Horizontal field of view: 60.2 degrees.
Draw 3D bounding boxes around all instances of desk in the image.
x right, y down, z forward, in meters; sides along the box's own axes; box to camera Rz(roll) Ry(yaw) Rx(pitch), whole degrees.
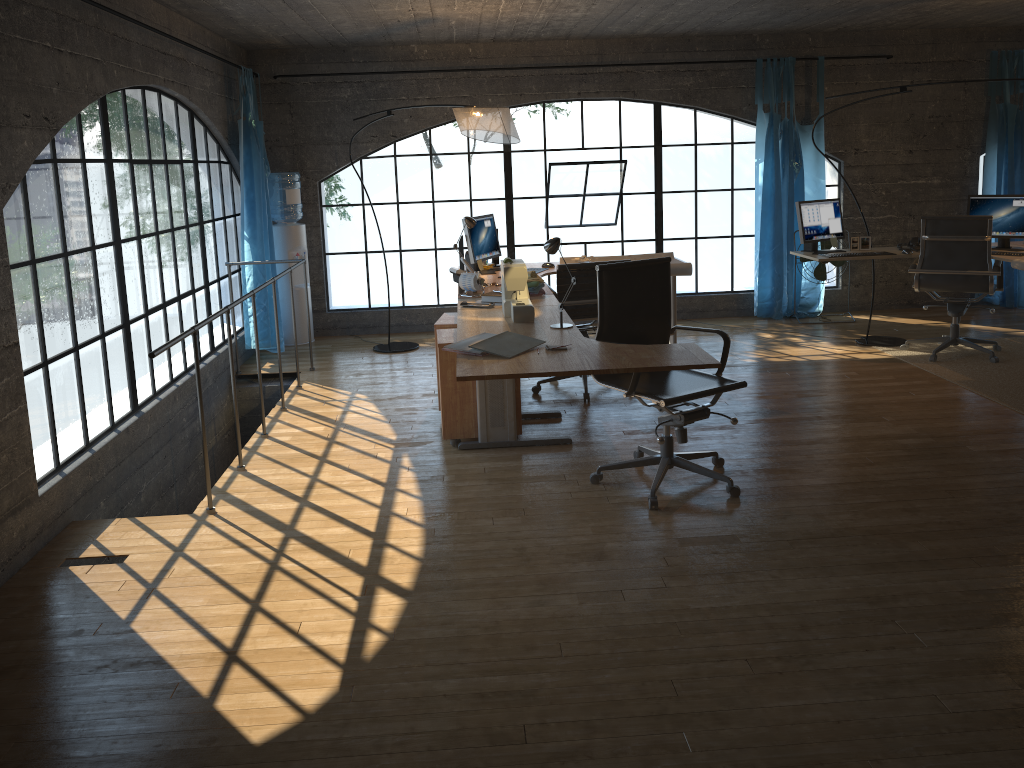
[{"bbox_3d":[3.853,-0.305,5.139,3.259,0.726,3.534,-3,14,-3],"label":"desk"},{"bbox_3d":[0.496,-0.134,4.970,1.635,0.726,3.574,-3,14,-2],"label":"desk"}]

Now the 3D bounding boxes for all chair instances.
[{"bbox_3d":[0.429,-0.386,5.733,0.654,0.845,0.695,-5,11,-16],"label":"chair"},{"bbox_3d":[0.725,-0.046,4.023,0.657,0.999,0.691,-9,13,-33],"label":"chair"},{"bbox_3d":[3.131,-0.708,6.290,0.654,0.999,0.694,4,12,30],"label":"chair"}]

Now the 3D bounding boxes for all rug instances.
[{"bbox_3d":[3.587,-0.066,5.692,1.600,0.005,2.241,-3,14,-3],"label":"rug"}]

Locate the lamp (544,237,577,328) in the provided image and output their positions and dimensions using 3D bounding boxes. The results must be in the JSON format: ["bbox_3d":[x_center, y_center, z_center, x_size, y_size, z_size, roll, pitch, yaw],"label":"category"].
[{"bbox_3d":[0.223,-0.457,3.983,0.105,0.403,0.210,-5,10,-16],"label":"lamp"}]

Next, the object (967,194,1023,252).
[{"bbox_3d":[3.507,-1.157,6.307,0.472,0.384,0.289,7,14,37],"label":"object"}]

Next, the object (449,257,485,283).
[{"bbox_3d":[-0.290,-0.732,5.646,0.190,0.162,0.172,-6,12,-18],"label":"object"}]

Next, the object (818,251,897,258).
[{"bbox_3d":[2.467,-0.926,6.309,0.490,0.011,0.190,-3,14,-3],"label":"object"}]

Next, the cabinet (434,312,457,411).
[{"bbox_3d":[-0.192,-0.125,5.366,0.472,0.563,0.433,-1,11,5],"label":"cabinet"}]

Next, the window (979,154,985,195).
[{"bbox_3d":[2.712,-1.664,7.688,12.285,1.822,3.972,-8,15,-24],"label":"window"}]

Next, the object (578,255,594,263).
[{"bbox_3d":[0.557,-0.909,6.427,0.160,0.063,0.054,-12,15,-35],"label":"object"}]

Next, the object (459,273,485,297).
[{"bbox_3d":[-0.237,-0.567,5.042,0.155,0.133,0.100,5,13,31],"label":"object"}]

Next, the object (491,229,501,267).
[{"bbox_3d":[-0.130,-0.992,6.425,0.085,0.273,0.086,-2,9,-1],"label":"object"}]

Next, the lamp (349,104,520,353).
[{"bbox_3d":[-1.923,-1.492,8.312,0.389,1.901,6.298,-9,15,-37],"label":"lamp"}]

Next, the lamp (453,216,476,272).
[{"bbox_3d":[-0.315,-0.899,5.819,0.209,0.403,0.106,-9,12,-35],"label":"lamp"}]

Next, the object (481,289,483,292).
[{"bbox_3d":[-0.234,-0.568,5.261,0.132,0.025,0.134,-3,14,-3],"label":"object"}]

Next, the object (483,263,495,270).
[{"bbox_3d":[-0.224,-0.845,6.344,0.204,0.036,0.208,-3,14,-5],"label":"object"}]

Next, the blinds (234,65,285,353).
[{"bbox_3d":[-2.025,-1.381,7.125,0.262,2.249,0.960,-3,10,-6],"label":"blinds"}]

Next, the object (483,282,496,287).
[{"bbox_3d":[-0.155,-0.619,5.461,0.097,0.024,0.109,1,14,11],"label":"object"}]

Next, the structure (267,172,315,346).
[{"bbox_3d":[-1.922,-1.083,7.626,0.327,1.453,0.332,1,10,17],"label":"structure"}]

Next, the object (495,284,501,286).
[{"bbox_3d":[-0.053,-0.615,5.458,0.127,0.009,0.012,-14,17,-39],"label":"object"}]

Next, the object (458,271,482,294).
[{"bbox_3d":[-0.247,-0.591,5.150,0.133,0.127,0.040,-4,9,-8],"label":"object"}]

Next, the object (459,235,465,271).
[{"bbox_3d":[-0.341,-0.865,5.955,0.085,0.273,0.086,6,12,40],"label":"object"}]

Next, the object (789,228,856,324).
[{"bbox_3d":[2.738,-0.987,7.885,0.490,0.790,0.591,-2,11,2],"label":"object"}]

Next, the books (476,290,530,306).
[{"bbox_3d":[-0.066,-0.476,4.816,0.292,0.053,0.263,8,17,37],"label":"books"}]

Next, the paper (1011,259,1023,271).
[{"bbox_3d":[3.484,-0.673,5.227,0.581,0.112,0.867,-3,14,-3],"label":"paper"}]

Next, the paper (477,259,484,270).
[{"bbox_3d":[-0.212,-0.810,6.012,0.019,0.073,0.080,2,12,22],"label":"paper"}]

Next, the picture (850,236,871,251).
[{"bbox_3d":[2.598,-1.049,6.588,0.158,0.103,0.032,-3,9,-2],"label":"picture"}]

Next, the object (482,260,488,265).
[{"bbox_3d":[-0.248,-0.878,6.338,0.144,0.031,0.155,-2,14,2],"label":"object"}]

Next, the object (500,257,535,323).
[{"bbox_3d":[0.024,-0.474,4.332,0.137,0.279,0.410,-3,12,-3],"label":"object"}]

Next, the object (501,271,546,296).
[{"bbox_3d":[0.062,-0.577,5.043,0.255,0.128,0.257,-2,13,0],"label":"object"}]

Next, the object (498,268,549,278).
[{"bbox_3d":[0.083,-0.755,5.992,0.187,0.011,0.499,3,15,21],"label":"object"}]

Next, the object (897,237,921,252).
[{"bbox_3d":[2.973,-1.027,6.495,0.279,0.080,0.418,5,16,28],"label":"object"}]

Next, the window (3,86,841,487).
[{"bbox_3d":[-0.580,-1.331,6.898,7.017,1.840,3.211,-15,18,-41],"label":"window"}]

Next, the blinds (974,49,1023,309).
[{"bbox_3d":[4.633,-1.771,7.938,0.858,2.382,0.265,-1,9,6],"label":"blinds"}]

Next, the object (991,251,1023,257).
[{"bbox_3d":[3.312,-0.913,6.129,0.188,0.011,0.495,-13,18,-36],"label":"object"}]

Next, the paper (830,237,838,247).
[{"bbox_3d":[2.405,-1.056,6.583,0.078,0.073,0.018,-10,12,-32],"label":"paper"}]

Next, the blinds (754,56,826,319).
[{"bbox_3d":[2.476,-1.725,7.836,0.668,2.262,0.261,-3,9,-8],"label":"blinds"}]

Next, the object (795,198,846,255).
[{"bbox_3d":[2.291,-1.172,6.552,0.473,0.384,0.289,-10,13,-32],"label":"object"}]

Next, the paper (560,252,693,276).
[{"bbox_3d":[0.795,-0.842,6.306,0.851,0.112,0.592,-3,14,-3],"label":"paper"}]

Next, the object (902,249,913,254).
[{"bbox_3d":[2.810,-0.941,6.271,0.059,0.033,0.103,-1,14,7],"label":"object"}]

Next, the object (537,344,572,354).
[{"bbox_3d":[0.173,-0.143,3.539,0.142,0.013,0.130,-2,14,0],"label":"object"}]

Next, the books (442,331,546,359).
[{"bbox_3d":[-0.074,-0.166,3.606,0.318,0.044,0.312,6,16,31],"label":"books"}]

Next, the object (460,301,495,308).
[{"bbox_3d":[-0.182,-0.422,4.675,0.181,0.025,0.076,5,15,26],"label":"object"}]

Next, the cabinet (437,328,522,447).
[{"bbox_3d":[-0.184,0.004,4.853,0.426,0.563,0.432,-3,11,-5],"label":"cabinet"}]

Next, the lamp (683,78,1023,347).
[{"bbox_3d":[1.723,-1.470,7.675,6.280,1.902,0.390,11,15,42],"label":"lamp"}]

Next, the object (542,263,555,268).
[{"bbox_3d":[0.259,-0.847,6.284,0.101,0.033,0.060,6,15,31],"label":"object"}]

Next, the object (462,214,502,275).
[{"bbox_3d":[-0.205,-0.977,6.153,0.286,0.384,0.478,2,13,22],"label":"object"}]
